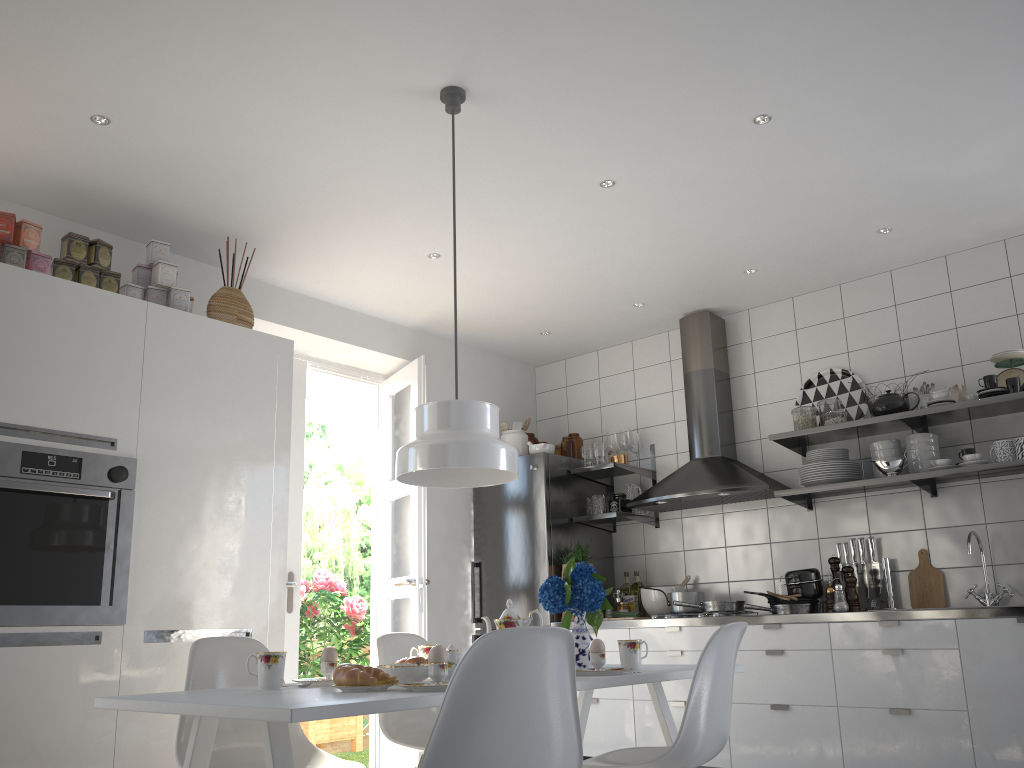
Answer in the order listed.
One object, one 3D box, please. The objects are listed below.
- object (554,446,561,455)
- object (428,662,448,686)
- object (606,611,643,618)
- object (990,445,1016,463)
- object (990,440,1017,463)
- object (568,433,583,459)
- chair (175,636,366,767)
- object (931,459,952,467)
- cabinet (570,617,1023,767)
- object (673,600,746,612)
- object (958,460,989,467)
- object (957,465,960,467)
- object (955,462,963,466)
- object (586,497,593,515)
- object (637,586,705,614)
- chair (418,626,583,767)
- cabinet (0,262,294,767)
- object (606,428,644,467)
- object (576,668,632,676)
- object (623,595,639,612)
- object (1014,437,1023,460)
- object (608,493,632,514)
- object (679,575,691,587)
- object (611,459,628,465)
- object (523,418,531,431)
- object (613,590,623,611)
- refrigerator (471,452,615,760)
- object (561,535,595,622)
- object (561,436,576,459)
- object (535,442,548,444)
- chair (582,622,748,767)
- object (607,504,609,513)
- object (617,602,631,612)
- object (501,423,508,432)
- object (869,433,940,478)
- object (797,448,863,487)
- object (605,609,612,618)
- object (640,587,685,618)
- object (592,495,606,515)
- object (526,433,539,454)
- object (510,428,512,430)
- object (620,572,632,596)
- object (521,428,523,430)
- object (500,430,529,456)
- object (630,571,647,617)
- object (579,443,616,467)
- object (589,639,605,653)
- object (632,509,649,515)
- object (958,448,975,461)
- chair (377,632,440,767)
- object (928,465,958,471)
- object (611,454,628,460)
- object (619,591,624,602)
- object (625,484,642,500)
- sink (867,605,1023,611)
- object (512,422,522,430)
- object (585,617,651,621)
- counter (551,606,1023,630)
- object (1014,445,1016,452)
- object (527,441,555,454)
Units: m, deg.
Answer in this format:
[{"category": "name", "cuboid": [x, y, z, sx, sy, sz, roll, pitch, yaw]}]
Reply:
[{"category": "object", "cuboid": [0.300, 0.458, 5.607, 0.093, 0.126, 0.094, 6, -16, -27]}, {"category": "object", "cuboid": [-0.177, 0.697, 2.125, 0.048, 0.057, 0.048, 1, -15, -8]}, {"category": "object", "cuboid": [0.579, 1.255, 4.817, 0.142, 0.053, 0.278, 8, -18, -32]}, {"category": "object", "cuboid": [2.164, 0.318, 3.905, 0.083, 0.099, 0.109, 2, -15, -15]}, {"category": "object", "cuboid": [2.133, 0.301, 3.841, 0.083, 0.099, 0.109, -4, -15, 10]}, {"category": "object", "cuboid": [0.393, 0.410, 5.568, 0.097, 0.193, 0.097, -13, -18, 39]}, {"category": "chair", "cuboid": [-0.698, 1.129, 2.532, 0.545, 0.793, 0.467, -13, -18, 38]}, {"category": "object", "cuboid": [1.940, 0.367, 3.992, 0.080, 0.047, 0.083, -11, -18, 32]}, {"category": "cabinet", "cuboid": [1.653, 1.482, 4.009, 3.252, 0.788, 0.665, -15, -19, 39]}, {"category": "object", "cuboid": [1.017, 1.134, 4.534, 0.352, 0.060, 0.234, -7, -16, 19]}, {"category": "object", "cuboid": [2.026, 0.357, 3.885, 0.121, 0.020, 0.122, 13, -21, -43]}, {"category": "object", "cuboid": [2.091, 0.377, 4.035, 0.121, 0.022, 0.122, -5, -16, 12]}, {"category": "object", "cuboid": [2.090, 0.369, 4.041, 0.121, 0.023, 0.122, -8, -17, 20]}, {"category": "object", "cuboid": [0.482, 0.736, 5.273, 0.086, 0.118, 0.086, 10, -18, -37]}, {"category": "object", "cuboid": [0.874, 1.166, 4.804, 0.348, 0.152, 0.202, 1, -15, -9]}, {"category": "chair", "cuboid": [-0.092, 0.951, 1.956, 0.466, 0.793, 0.546, 8, -17, -34]}, {"category": "cabinet", "cuboid": [-1.600, 0.735, 3.407, 0.515, 2.078, 1.384, -13, -18, 39]}, {"category": "object", "cuboid": [0.689, 0.412, 5.416, 0.193, 0.242, 0.206, -13, -18, 37]}, {"category": "object", "cuboid": [0.256, 0.851, 2.618, 0.201, 0.015, 0.202, 13, -21, -42]}, {"category": "object", "cuboid": [0.692, 1.304, 5.158, 0.077, 0.139, 0.044, -13, -18, 39]}, {"category": "object", "cuboid": [2.199, 0.278, 3.764, 0.109, 0.099, 0.083, -10, -17, 29]}, {"category": "object", "cuboid": [0.630, 0.702, 5.171, 0.100, 0.121, 0.101, 10, -18, -38]}, {"category": "object", "cuboid": [0.912, 1.203, 5.018, 0.221, 0.230, 0.081, -2, -14, 1]}, {"category": "object", "cuboid": [0.634, 0.467, 5.219, 0.100, 0.036, 0.100, 7, -18, -29]}, {"category": "object", "cuboid": [0.066, 0.360, 5.554, 0.131, 0.293, 0.057, -7, -15, 20]}, {"category": "object", "cuboid": [0.617, 1.283, 5.135, 0.059, 0.171, 0.060, -2, -14, 0]}, {"category": "refrigerator", "cuboid": [0.190, 1.373, 5.323, 0.579, 1.784, 0.697, -13, -18, 39]}, {"category": "object", "cuboid": [0.382, 1.103, 5.044, 0.174, 0.504, 0.284, -9, -16, 27]}, {"category": "object", "cuboid": [0.348, 0.405, 5.469, 0.093, 0.152, 0.094, 5, -16, -26]}, {"category": "object", "cuboid": [0.188, 0.450, 5.612, 0.113, 0.153, 0.114, 4, -15, -20]}, {"category": "chair", "cuboid": [0.424, 1.096, 2.525, 0.544, 0.793, 0.468, -10, -16, 29]}, {"category": "object", "cuboid": [0.625, 0.785, 5.426, 0.083, 0.099, 0.109, -4, -15, 10]}, {"category": "object", "cuboid": [0.641, 1.299, 5.063, 0.078, 0.100, 0.079, -3, -14, 7]}, {"category": "object", "cuboid": [-0.033, 0.377, 5.548, 0.054, 0.260, 0.150, -5, -15, 15]}, {"category": "object", "cuboid": [1.893, 0.366, 4.265, 0.311, 0.215, 0.151, -13, -18, 37]}, {"category": "object", "cuboid": [1.586, 0.432, 4.430, 0.302, 0.193, 0.308, 13, -21, -43]}, {"category": "object", "cuboid": [0.560, 1.325, 5.117, 0.046, 0.084, 0.047, -6, -15, 18]}, {"category": "object", "cuboid": [0.857, 1.244, 5.019, 0.247, 0.173, 0.249, 1, -15, -8]}, {"category": "object", "cuboid": [0.507, 0.709, 5.179, 0.086, 0.118, 0.086, -12, -18, 36]}, {"category": "object", "cuboid": [0.109, 0.440, 5.719, 0.118, 0.234, 0.118, 5, -15, -23]}, {"category": "object", "cuboid": [0.034, 0.390, 5.576, 0.119, 0.247, 0.034, -14, -18, 40]}, {"category": "object", "cuboid": [0.686, 1.257, 5.249, 0.066, 0.280, 0.067, -11, -17, 35]}, {"category": "object", "cuboid": [0.062, 0.384, 5.556, 0.050, 0.245, 0.115, -3, -14, 5]}, {"category": "object", "cuboid": [0.016, 0.405, 5.537, 0.174, 0.206, 0.175, -12, -18, 35]}, {"category": "object", "cuboid": [0.744, 1.240, 5.194, 0.090, 0.279, 0.082, -13, -18, 39]}, {"category": "object", "cuboid": [0.512, 0.442, 5.304, 0.190, 0.133, 0.230, -10, -17, 30]}, {"category": "object", "cuboid": [0.254, 0.789, 2.633, 0.048, 0.062, 0.048, 12, -20, -43]}, {"category": "object", "cuboid": [0.754, 0.745, 5.297, 0.109, 0.099, 0.083, -10, -17, 29]}, {"category": "object", "cuboid": [2.089, 0.337, 4.055, 0.055, 0.077, 0.071, -2, -15, 1]}, {"category": "chair", "cuboid": [-0.212, 1.268, 3.078, 0.544, 0.793, 0.467, -11, -17, 34]}, {"category": "object", "cuboid": [1.941, 0.388, 3.988, 0.121, 0.020, 0.122, -14, -20, 37]}, {"category": "object", "cuboid": [0.632, 0.446, 5.225, 0.100, 0.048, 0.101, 6, -17, -25]}, {"category": "object", "cuboid": [0.634, 1.300, 5.197, 0.059, 0.171, 0.060, -2, -14, 0]}, {"category": "object", "cuboid": [0.724, 0.655, 5.340, 0.083, 0.099, 0.109, 2, -15, -15]}, {"category": "sink", "cuboid": [1.982, 1.012, 3.789, 0.769, 0.110, 0.490, -15, -20, 39]}, {"category": "object", "cuboid": [0.020, 0.363, 5.556, 0.064, 0.287, 0.142, -5, -14, 14]}, {"category": "object", "cuboid": [0.585, 1.277, 4.810, 0.332, 0.012, 0.221, -15, -20, 39]}, {"category": "counter", "cuboid": [1.646, 1.081, 4.110, 3.253, 0.045, 0.654, -15, -20, 39]}, {"category": "object", "cuboid": [2.278, 0.317, 3.913, 0.109, 0.099, 0.083, -10, -17, 29]}, {"category": "object", "cuboid": [0.186, 0.402, 5.361, 0.159, 0.109, 0.173, -12, -18, 34]}]
